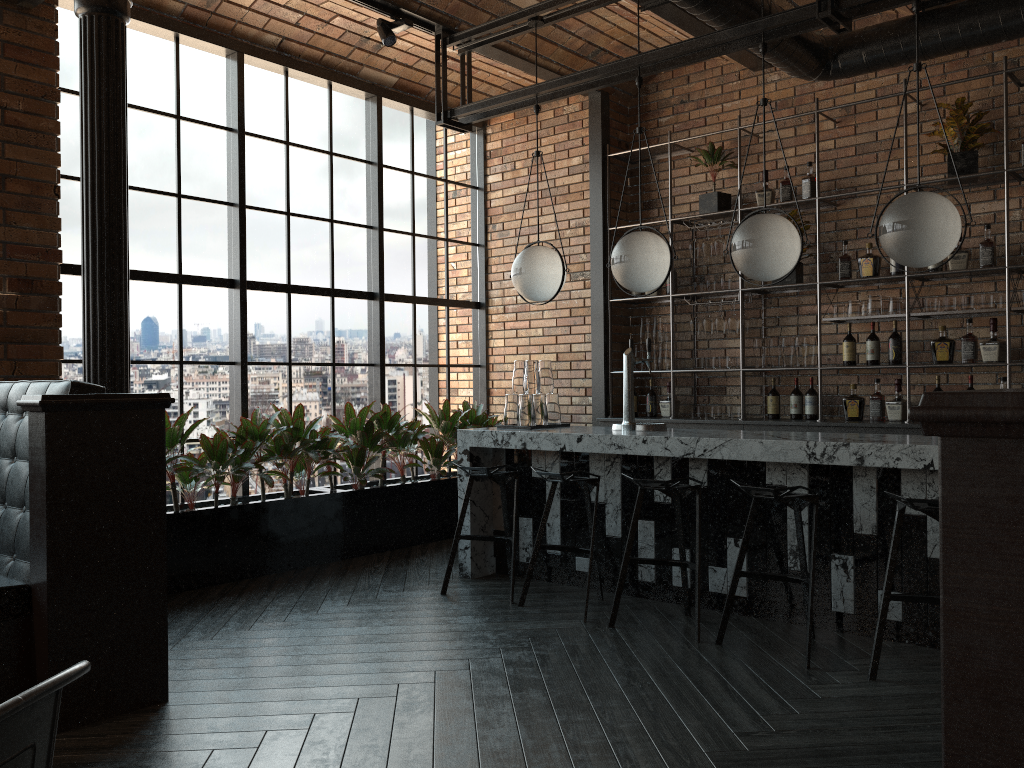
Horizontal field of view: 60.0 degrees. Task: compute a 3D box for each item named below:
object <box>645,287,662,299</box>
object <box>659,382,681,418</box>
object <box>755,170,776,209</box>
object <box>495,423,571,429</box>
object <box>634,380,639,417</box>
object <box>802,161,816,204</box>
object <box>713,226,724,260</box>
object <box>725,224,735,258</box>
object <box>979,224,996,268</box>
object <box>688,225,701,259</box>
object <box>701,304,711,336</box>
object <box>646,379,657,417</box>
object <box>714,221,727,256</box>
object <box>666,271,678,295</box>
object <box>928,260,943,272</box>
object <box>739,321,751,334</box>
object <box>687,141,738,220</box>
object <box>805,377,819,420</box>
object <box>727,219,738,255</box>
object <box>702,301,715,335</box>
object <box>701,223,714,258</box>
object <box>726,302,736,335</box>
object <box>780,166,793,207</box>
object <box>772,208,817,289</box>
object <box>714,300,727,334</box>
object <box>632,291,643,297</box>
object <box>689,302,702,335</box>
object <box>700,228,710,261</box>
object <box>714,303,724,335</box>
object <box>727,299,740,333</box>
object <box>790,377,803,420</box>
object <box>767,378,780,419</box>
[{"bbox_3d":[1.108,-0.812,6.956,0.123,0.279,0.123,-1,0,29],"label":"object"},{"bbox_3d":[1.222,0.121,6.867,0.123,0.279,0.123,-1,0,-36],"label":"object"},{"bbox_3d":[1.820,-1.394,6.363,0.123,0.279,0.123,-1,0,29],"label":"object"},{"bbox_3d":[0.138,0.263,5.570,0.273,0.019,0.437,-1,0,40],"label":"object"},{"bbox_3d":[0.970,0.114,7.108,0.086,0.299,0.086,-1,0,-1],"label":"object"},{"bbox_3d":[2.065,-1.399,6.152,0.083,0.282,0.083,-1,0,-34],"label":"object"},{"bbox_3d":[1.555,-1.064,6.687,0.092,0.244,0.092,-1,0,-44],"label":"object"},{"bbox_3d":[1.631,-1.065,6.622,0.092,0.244,0.092,-1,0,-44],"label":"object"},{"bbox_3d":[2.914,-0.836,5.433,0.083,0.282,0.083,-1,0,41],"label":"object"},{"bbox_3d":[1.365,-1.062,6.633,0.092,0.244,0.092,-1,0,-44],"label":"object"},{"bbox_3d":[1.478,-0.490,6.758,0.092,0.244,0.092,-1,0,-44],"label":"object"},{"bbox_3d":[1.095,0.112,6.960,0.086,0.297,0.086,-1,0,-16],"label":"object"},{"bbox_3d":[1.524,-1.064,6.497,0.092,0.244,0.092,-1,0,-44],"label":"object"},{"bbox_3d":[1.237,-0.825,6.868,0.086,0.299,0.086,-1,0,-1],"label":"object"},{"bbox_3d":[2.689,-0.842,5.635,0.086,0.298,0.086,-1,0,-1],"label":"object"},{"bbox_3d":[1.716,-0.493,6.555,0.092,0.244,0.092,-1,0,-44],"label":"object"},{"bbox_3d":[1.522,-1.528,6.648,0.377,0.554,0.422,-1,0,28],"label":"object"},{"bbox_3d":[2.083,0.100,6.161,0.086,0.298,0.086,-1,0,-1],"label":"object"},{"bbox_3d":[1.603,-1.065,6.430,0.092,0.244,0.092,-1,0,-44],"label":"object"},{"bbox_3d":[1.455,-0.490,6.561,0.092,0.244,0.092,-1,0,-44],"label":"object"},{"bbox_3d":[1.448,-1.063,6.561,0.092,0.244,0.092,-1,0,-44],"label":"object"},{"bbox_3d":[1.637,-0.492,6.622,0.092,0.244,0.092,-1,0,-44],"label":"object"},{"bbox_3d":[1.939,-1.398,6.260,0.083,0.282,0.083,-1,0,26],"label":"object"},{"bbox_3d":[1.943,-0.945,6.224,0.425,0.526,0.430,-1,0,-37],"label":"object"},{"bbox_3d":[1.530,-0.491,6.497,0.092,0.244,0.092,-1,0,-44],"label":"object"},{"bbox_3d":[1.001,-0.822,7.106,0.086,0.298,0.086,-1,0,-1],"label":"object"},{"bbox_3d":[1.371,-0.489,6.632,0.092,0.244,0.092,-1,0,-44],"label":"object"},{"bbox_3d":[1.472,-1.063,6.758,0.092,0.244,0.092,-1,0,-44],"label":"object"},{"bbox_3d":[1.562,-0.491,6.686,0.092,0.244,0.092,-1,0,-44],"label":"object"},{"bbox_3d":[1.609,-0.492,6.429,0.092,0.244,0.092,-1,0,-44],"label":"object"},{"bbox_3d":[2.008,0.101,6.256,0.086,0.298,0.086,-1,0,-1],"label":"object"},{"bbox_3d":[1.872,0.104,6.339,0.086,0.299,0.086,-1,0,-1],"label":"object"}]
